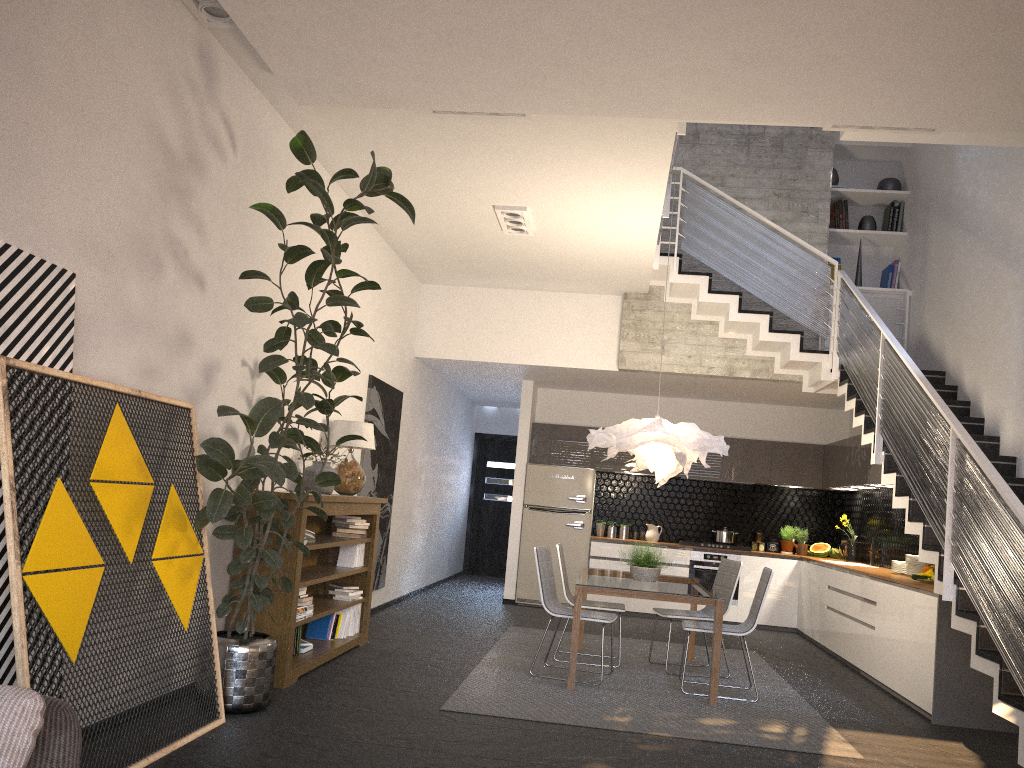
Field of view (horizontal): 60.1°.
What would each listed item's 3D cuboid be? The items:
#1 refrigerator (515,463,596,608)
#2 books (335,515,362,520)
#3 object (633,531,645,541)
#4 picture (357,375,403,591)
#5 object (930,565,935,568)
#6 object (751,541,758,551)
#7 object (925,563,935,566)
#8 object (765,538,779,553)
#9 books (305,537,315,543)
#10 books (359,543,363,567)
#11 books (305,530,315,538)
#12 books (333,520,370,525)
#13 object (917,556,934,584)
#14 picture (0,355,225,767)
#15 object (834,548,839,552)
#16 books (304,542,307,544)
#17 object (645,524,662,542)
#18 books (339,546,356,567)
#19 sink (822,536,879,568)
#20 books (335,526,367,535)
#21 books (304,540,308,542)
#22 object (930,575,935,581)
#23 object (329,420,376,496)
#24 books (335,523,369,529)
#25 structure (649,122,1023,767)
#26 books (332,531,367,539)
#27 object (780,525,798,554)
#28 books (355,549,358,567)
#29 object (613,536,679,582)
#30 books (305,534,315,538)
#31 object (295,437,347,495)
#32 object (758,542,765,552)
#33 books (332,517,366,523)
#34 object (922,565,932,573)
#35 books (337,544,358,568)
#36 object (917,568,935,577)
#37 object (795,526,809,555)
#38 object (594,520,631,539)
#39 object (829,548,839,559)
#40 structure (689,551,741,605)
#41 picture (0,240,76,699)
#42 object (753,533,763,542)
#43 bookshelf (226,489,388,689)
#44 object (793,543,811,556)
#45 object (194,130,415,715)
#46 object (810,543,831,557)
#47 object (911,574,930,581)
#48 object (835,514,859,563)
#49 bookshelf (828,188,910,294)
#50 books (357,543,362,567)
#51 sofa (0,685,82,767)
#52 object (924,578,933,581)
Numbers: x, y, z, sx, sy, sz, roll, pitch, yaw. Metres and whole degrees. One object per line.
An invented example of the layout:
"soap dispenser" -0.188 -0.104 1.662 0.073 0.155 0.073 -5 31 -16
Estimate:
"refrigerator" 0.550 1.877 10.921 0.828 1.704 0.773 4 -5 7
"books" -1.302 1.057 7.044 0.205 0.022 0.155 6 -7 -8
"object" 1.594 1.908 11.132 0.160 0.110 0.078 4 -6 12
"picture" -1.309 1.005 8.603 0.033 2.019 1.239 4 -5 7
"object" 3.287 1.444 6.927 0.059 0.055 0.127 4 -7 8
"object" 3.001 2.008 10.962 0.083 0.113 0.083 4 -6 7
"object" 3.547 1.554 7.418 0.172 0.184 0.172 9 -7 -34
"object" 3.210 1.992 10.930 0.141 0.173 0.142 4 -6 7
"books" -1.440 1.033 5.894 0.179 0.034 0.244 4 -8 10
"books" -1.265 1.356 7.062 0.135 0.188 0.015 4 -4 7
"books" -1.484 0.941 5.739 0.322 0.108 0.274 -1 -10 41
"books" -1.284 1.105 7.057 0.243 0.019 0.175 0 -9 32
"object" 3.292 1.333 6.835 0.352 0.424 0.353 5 -6 1
"picture" -1.655 0.806 3.826 0.386 1.598 1.506 4 -6 7
"object" 3.943 2.065 10.804 0.132 0.119 0.205 2 -7 27
"books" -1.477 1.002 5.690 0.253 0.011 0.319 8 -8 -23
"object" 1.769 1.866 11.082 0.190 0.214 0.172 3 -6 20
"books" -1.293 1.340 6.962 0.136 0.188 0.018 4 -4 7
"sink" 3.607 1.832 9.421 0.489 0.447 0.727 4 -7 7
"books" 0.858 -1.758 8.949 5.418 6.678 0.360 10 -7 -42
"books" -1.483 0.993 5.707 0.253 0.011 0.319 9 -8 -26
"object" 3.231 1.475 6.720 0.151 0.072 0.077 -2 -9 45
"object" -1.286 0.593 7.032 0.390 0.579 0.390 7 -6 -24
"books" -1.279 1.130 7.057 0.180 0.029 0.225 11 -10 -41
"structure" 1.900 -1.706 8.051 4.232 8.271 8.508 4 -6 7
"books" -1.279 1.190 6.989 0.230 0.034 0.287 5 -7 -1
"object" 3.404 1.909 10.873 0.244 0.352 0.235 4 -5 11
"books" -1.276 1.359 6.979 0.120 0.158 0.016 4 -4 7
"object" 1.024 1.358 6.874 0.531 0.365 0.671 5 -7 2
"books" -1.433 1.003 5.887 0.166 0.023 0.229 4 -8 11
"object" -1.386 0.589 6.415 0.386 0.410 0.276 7 -6 -15
"object" 3.087 2.014 10.947 0.082 0.113 0.083 3 -6 17
"books" -1.296 1.080 7.042 0.176 0.023 0.243 11 -9 -38
"object" 3.225 1.448 6.862 0.087 0.092 0.086 4 -6 12
"books" -1.282 1.336 6.904 0.135 0.181 0.078 4 -5 7
"object" 3.209 1.454 6.833 0.154 0.076 0.079 -1 -9 42
"object" 3.543 1.904 10.838 0.169 0.377 0.185 0 -7 44
"object" 1.262 1.825 11.138 0.482 0.220 0.173 5 -6 4
"object" 3.908 2.035 10.632 0.225 0.126 0.148 11 -9 -43
"structure" 2.416 2.327 10.718 0.587 0.586 0.587 4 -6 7
"picture" -1.853 0.481 3.105 0.207 2.010 0.963 4 -5 7
"object" 3.043 1.898 10.954 0.083 0.113 0.083 6 -6 -13
"bookshelf" -1.395 1.369 6.291 0.450 1.166 1.930 4 -7 7
"object" 3.513 2.007 10.720 0.209 0.140 0.125 -1 -8 41
"object" -1.210 0.187 4.916 0.909 3.185 2.018 6 -5 -15
"object" 3.693 1.990 10.614 0.235 0.173 0.219 0 -8 36
"object" 3.194 1.499 6.837 0.239 0.048 0.061 7 -7 -12
"object" 3.878 1.770 10.182 0.257 0.540 0.429 2 -6 31
"bookshelf" 3.686 -1.490 9.567 0.972 1.102 0.445 4 -5 7
"books" -1.265 1.347 6.996 0.136 0.188 0.018 4 -4 7
"sofa" -1.615 0.783 1.042 0.993 0.915 2.334 4 -7 7
"object" 3.264 1.497 6.767 0.229 0.075 0.070 5 -6 -2
